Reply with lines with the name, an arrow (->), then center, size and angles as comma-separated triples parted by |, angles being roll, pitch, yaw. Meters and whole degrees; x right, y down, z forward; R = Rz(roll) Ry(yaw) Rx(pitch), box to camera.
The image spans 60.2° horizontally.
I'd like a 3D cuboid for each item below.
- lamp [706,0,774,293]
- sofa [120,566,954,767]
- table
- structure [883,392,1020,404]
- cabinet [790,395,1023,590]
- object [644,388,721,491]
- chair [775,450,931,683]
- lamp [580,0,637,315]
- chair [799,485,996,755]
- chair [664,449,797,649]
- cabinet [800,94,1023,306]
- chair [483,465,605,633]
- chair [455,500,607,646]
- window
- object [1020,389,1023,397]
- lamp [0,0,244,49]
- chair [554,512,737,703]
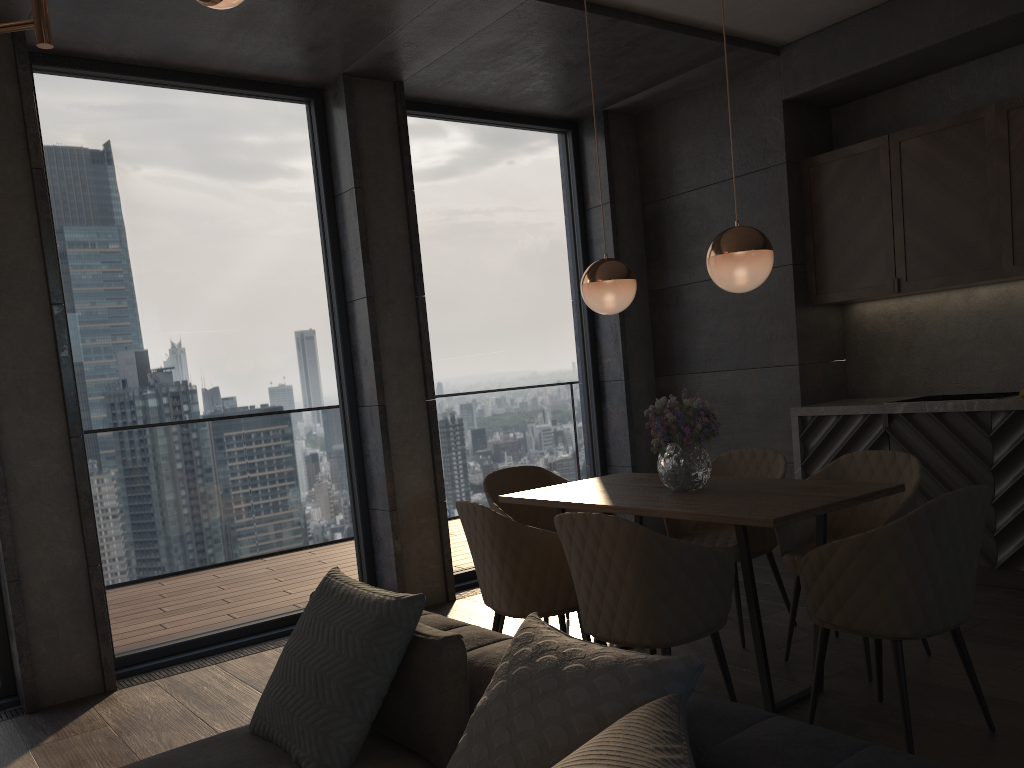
lamp -> 0.772, -1.105, 3.166 | 0.239, 1.556, 0.237 | -2, 6, 29
sofa -> -0.860, 0.965, 1.307 | 2.893, 0.789, 2.025 | -6, 1, -37
table -> 0.719, 0.814, 3.606 | 0.764, 0.774, 1.467 | -8, 2, -37
structure -> 2.435, 0.079, 4.786 | 0.501, 0.017, 0.611 | -6, 0, -37
cabinet -> 2.964, 0.506, 4.156 | 0.597, 0.956, 3.395 | -8, 2, -37
object -> 0.695, 0.222, 3.558 | 0.298, 0.412, 0.325 | -4, 4, 24
chair -> 1.396, 0.717, 3.625 | 0.507, 0.843, 0.555 | -8, 5, -37
lamp -> 0.353, -1.069, 3.727 | 0.237, 1.556, 0.238 | -9, 6, -31
chair -> 1.244, 0.735, 2.850 | 0.552, 0.843, 0.510 | -8, 5, -32
chair -> 1.025, 0.749, 4.159 | 0.506, 0.843, 0.555 | -9, 5, -42
cabinet -> 2.916, -1.011, 4.081 | 0.367, 0.871, 3.395 | -9, 3, -37
chair -> 0.169, 0.829, 4.339 | 0.552, 0.843, 0.510 | -8, 5, -32
chair -> 0.095, 0.840, 3.491 | 0.508, 0.843, 0.554 | -7, 4, -27
window -> -2.315, -0.028, 4.125 | 7.221, 3.023, 0.199 | -6, 5, -36
object -> 2.667, 0.031, 4.362 | 0.301, 0.055, 0.070 | -5, 2, 5
lamp -> -1.054, -1.182, 1.916 | 1.467, 1.046, 1.006 | -4, 3, 30
chair -> 0.463, 0.807, 3.003 | 0.506, 0.843, 0.555 | -9, 5, -42
